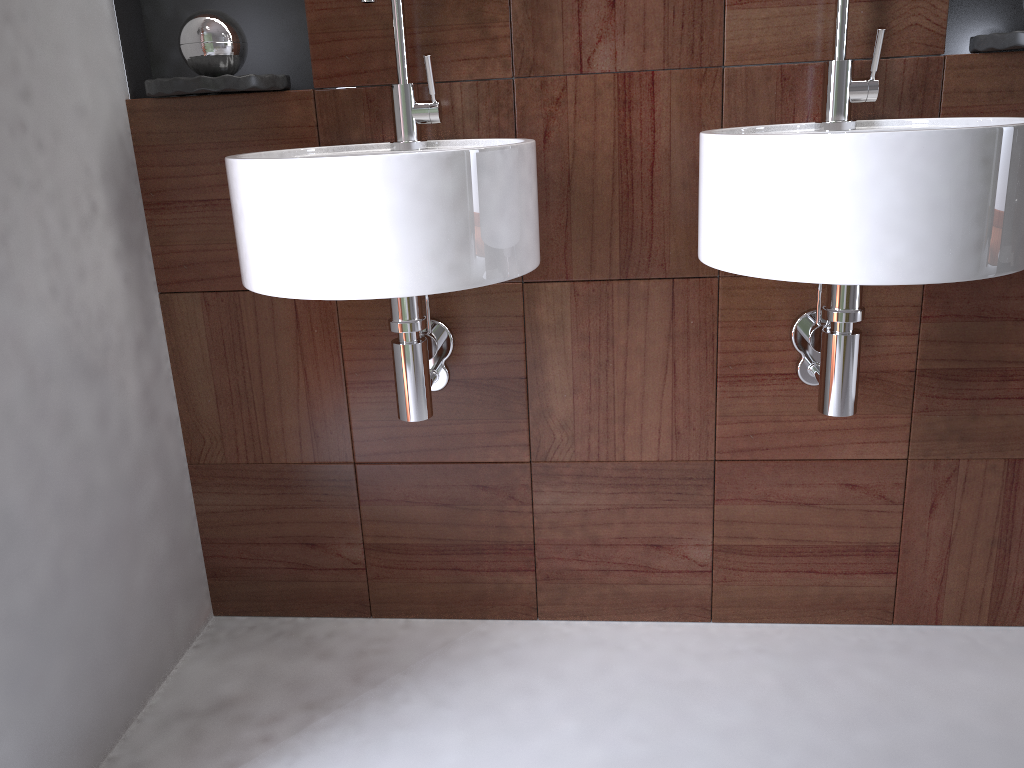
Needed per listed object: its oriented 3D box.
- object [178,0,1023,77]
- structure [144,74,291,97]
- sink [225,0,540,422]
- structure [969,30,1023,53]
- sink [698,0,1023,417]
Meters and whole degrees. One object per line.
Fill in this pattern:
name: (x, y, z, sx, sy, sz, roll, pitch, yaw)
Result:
object: (0.155, -0.537, 1.311, 1.350, 0.104, 0.104, -1, 18, 6)
structure: (-0.465, -0.474, 1.410, 0.222, 0.023, 0.220, -14, 21, -32)
sink: (-0.172, -0.266, 1.225, 0.415, 0.715, 0.417, -1, 18, 6)
structure: (0.780, -0.494, 1.272, 0.220, 0.023, 0.222, -4, 17, -3)
sink: (0.456, -0.277, 1.155, 0.415, 0.715, 0.417, -1, 18, 6)
